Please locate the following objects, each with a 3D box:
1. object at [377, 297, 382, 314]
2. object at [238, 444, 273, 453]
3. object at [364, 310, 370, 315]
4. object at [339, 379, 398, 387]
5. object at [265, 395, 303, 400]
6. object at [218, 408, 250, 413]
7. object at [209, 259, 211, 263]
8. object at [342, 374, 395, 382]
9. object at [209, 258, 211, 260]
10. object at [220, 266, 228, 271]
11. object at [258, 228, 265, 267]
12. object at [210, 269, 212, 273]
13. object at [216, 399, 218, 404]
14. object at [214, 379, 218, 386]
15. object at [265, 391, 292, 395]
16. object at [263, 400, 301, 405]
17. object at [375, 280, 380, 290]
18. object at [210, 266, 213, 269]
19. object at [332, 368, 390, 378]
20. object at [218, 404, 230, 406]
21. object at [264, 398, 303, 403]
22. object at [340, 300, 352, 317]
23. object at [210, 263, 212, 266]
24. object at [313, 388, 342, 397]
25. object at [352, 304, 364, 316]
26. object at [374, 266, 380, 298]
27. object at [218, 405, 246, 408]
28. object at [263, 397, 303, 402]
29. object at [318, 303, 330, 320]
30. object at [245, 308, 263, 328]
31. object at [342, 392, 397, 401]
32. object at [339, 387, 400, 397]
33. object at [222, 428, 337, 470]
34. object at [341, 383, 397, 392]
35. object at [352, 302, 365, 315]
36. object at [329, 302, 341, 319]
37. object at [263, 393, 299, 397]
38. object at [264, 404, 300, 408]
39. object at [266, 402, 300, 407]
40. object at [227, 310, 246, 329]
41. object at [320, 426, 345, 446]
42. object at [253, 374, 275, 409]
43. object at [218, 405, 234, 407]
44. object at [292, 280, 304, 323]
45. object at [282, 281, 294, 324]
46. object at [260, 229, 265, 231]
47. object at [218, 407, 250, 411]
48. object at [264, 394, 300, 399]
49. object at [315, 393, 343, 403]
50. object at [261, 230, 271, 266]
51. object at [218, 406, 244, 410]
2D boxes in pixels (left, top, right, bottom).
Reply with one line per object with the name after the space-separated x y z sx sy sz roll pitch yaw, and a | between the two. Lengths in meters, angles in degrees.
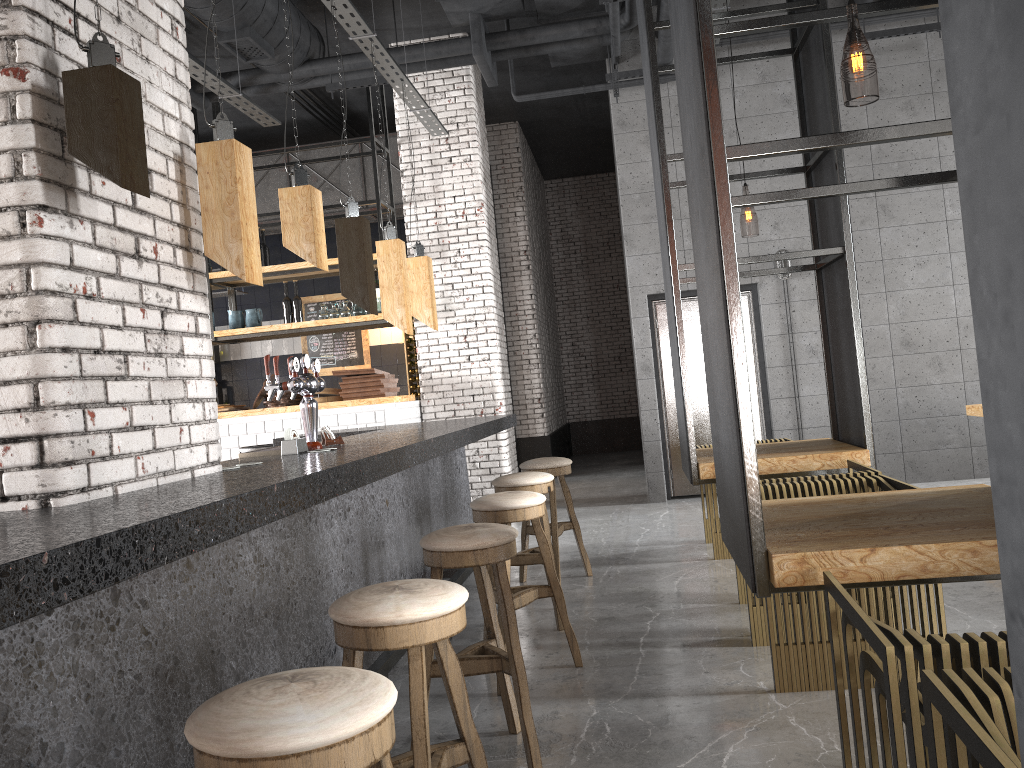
-1.333 -0.790 8.938 0.118 0.181 0.118 -6 -1 32 | object
-1.728 0.955 6.366 0.399 1.036 0.398 -7 -2 43 | object
-1.447 -0.779 9.006 0.118 0.181 0.118 -5 -1 -9 | object
-1.392 -0.012 8.680 0.405 0.044 0.636 -5 0 8 | object
-2.281 0.138 8.847 0.458 0.019 0.406 -5 -1 -40 | object
-2.790 0.267 8.839 0.458 0.019 0.406 -5 -1 -41 | object
-3.285 -1.257 9.363 0.218 0.092 0.219 -6 -1 44 | object
-1.396 -0.056 8.681 0.405 0.044 0.635 -5 0 1 | object
-3.288 -1.289 9.364 0.219 0.092 0.218 -5 -1 -42 | object
-2.996 -1.373 9.225 0.098 0.459 0.098 -6 -2 30 | object
-2.655 -1.405 9.316 0.098 0.459 0.098 -5 -2 -15 | object
-3.273 -1.160 9.357 0.219 0.085 0.218 -5 -1 -23 | object
-4.171 0.290 12.493 0.079 0.281 0.079 -6 -2 11 | object
-4.199 -0.015 12.497 0.089 0.108 0.106 -5 -1 -32 | object
-2.283 0.090 8.849 0.458 0.019 0.406 -5 -1 -36 | object
-2.259 0.185 8.847 0.457 0.019 0.407 -6 -1 36 | object
-1.387 -0.891 9.171 0.156 0.406 0.105 -6 -2 12 | object
-3.271 -1.194 9.358 0.218 0.093 0.218 -5 -1 -9 | object
-1.460 -0.096 8.626 0.406 0.094 0.636 -5 0 5 | object
-2.845 0.207 8.728 0.184 0.011 0.254 -6 -1 29 | object
-2.268 0.169 8.848 0.458 0.019 0.406 -5 0 -24 | object
-1.690 -0.756 9.006 0.118 0.181 0.118 -6 -2 41 | object
-3.283 -1.225 9.358 0.218 0.092 0.218 -5 -1 -3 | object
-1.833 0.069 8.752 0.440 0.154 0.436 -5 -1 -35 | object
-1.569 -0.767 9.004 0.118 0.181 0.118 -5 -1 -16 | object
-1.395 -0.967 9.169 0.140 0.550 0.096 -6 -2 12 | object
-2.831 0.229 8.887 0.229 0.016 0.557 -5 0 14 | object
-2.297 0.156 8.837 0.406 0.019 0.458 -6 0 21 | object
-1.927 -0.733 9.066 0.118 0.181 0.118 -5 -1 -29 | object
-2.704 -0.682 9.283 0.166 0.230 0.198 -5 -1 -22 | object
-1.380 0.120 8.676 0.405 0.044 0.635 -5 0 3 | object
-1.384 0.076 8.677 0.405 0.044 0.636 -5 0 10 | object
-0.866 0.226 3.302 0.200 0.106 0.766 -5 0 8 | object
-1.388 0.032 8.678 0.405 0.044 0.635 -5 0 4 | object
-1.581 -0.947 9.184 0.156 0.554 0.105 -6 -2 12 | object
-1.809 -0.745 9.032 0.118 0.181 0.118 -5 -2 -33 | object
-2.263 0.104 8.848 0.457 0.019 0.407 -6 -1 41 | object
-2.252 0.216 8.844 0.457 0.019 0.407 -6 -1 43 | object
-2.238 0.199 8.835 0.407 0.019 0.457 -5 0 -20 | object
-2.878 -0.665 9.319 0.198 0.230 0.166 -6 -1 14 | object
-0.840 0.237 4.133 0.091 0.091 0.177 -5 -1 -17 | object
-2.462 0.077 8.766 0.242 0.338 0.488 -5 -1 -7 | object
-2.874 0.220 8.800 0.172 0.010 0.368 -6 0 18 | object
-2.243 -0.847 9.254 0.098 0.471 0.098 -6 -2 15 | object
-2.349 -0.836 9.268 0.098 0.471 0.098 -5 -2 -4 | object
-2.658 -1.631 9.456 0.046 0.031 0.046 -5 -1 0 | object
-2.830 0.254 8.891 0.276 0.019 0.513 -5 0 13 | object
-2.256 0.120 8.845 0.407 0.019 0.457 -5 -1 -40 | object
-1.831 0.136 8.748 0.436 0.097 0.437 -6 -1 32 | object
-2.637 -1.405 9.450 0.098 0.459 0.098 -5 -2 -15 | object
-2.839 0.243 8.887 0.214 0.013 0.521 -5 0 4 | object
